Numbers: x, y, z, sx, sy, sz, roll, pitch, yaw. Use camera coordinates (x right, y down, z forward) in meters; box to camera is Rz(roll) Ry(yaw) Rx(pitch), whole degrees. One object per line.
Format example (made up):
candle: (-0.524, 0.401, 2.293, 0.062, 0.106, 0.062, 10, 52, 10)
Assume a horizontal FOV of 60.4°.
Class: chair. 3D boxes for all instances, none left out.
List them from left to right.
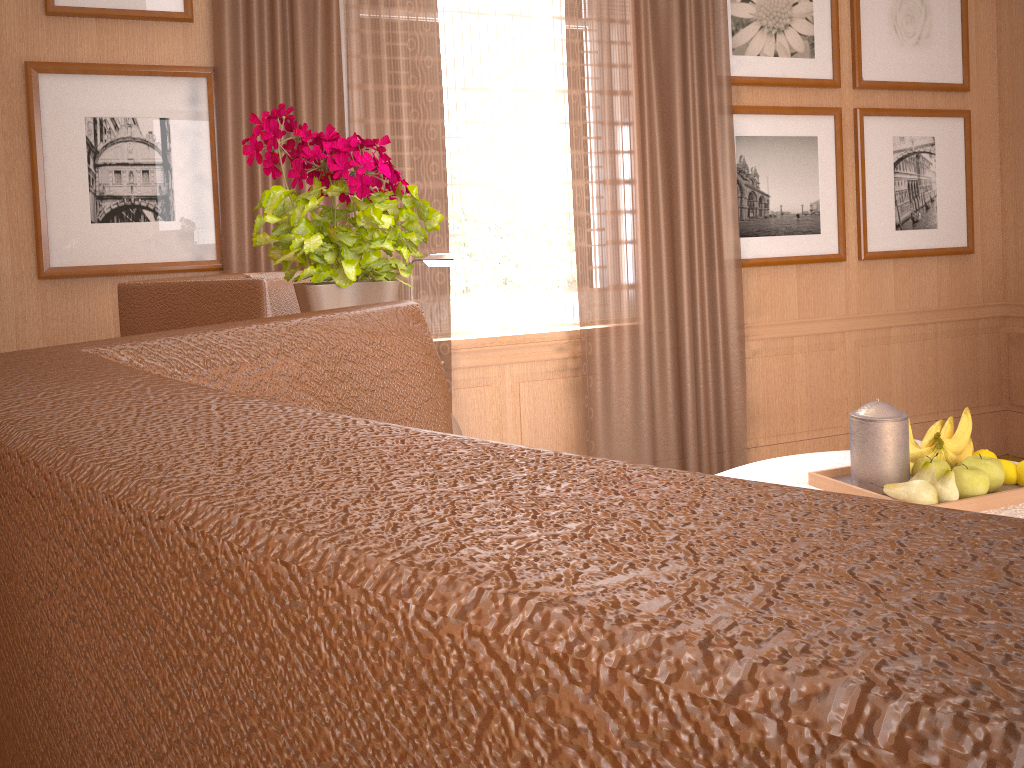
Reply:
chair: (-0.677, 0.471, 3.974, 1.719, 1.964, 1.928, -2, 5, 4)
chair: (0.519, 0.892, 0.928, 1.912, 1.964, 1.732, 3, 7, 44)

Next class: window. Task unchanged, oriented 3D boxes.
window: (-0.230, -2.006, 6.485, 2.440, 3.364, 0.849, -4, 3, -21)

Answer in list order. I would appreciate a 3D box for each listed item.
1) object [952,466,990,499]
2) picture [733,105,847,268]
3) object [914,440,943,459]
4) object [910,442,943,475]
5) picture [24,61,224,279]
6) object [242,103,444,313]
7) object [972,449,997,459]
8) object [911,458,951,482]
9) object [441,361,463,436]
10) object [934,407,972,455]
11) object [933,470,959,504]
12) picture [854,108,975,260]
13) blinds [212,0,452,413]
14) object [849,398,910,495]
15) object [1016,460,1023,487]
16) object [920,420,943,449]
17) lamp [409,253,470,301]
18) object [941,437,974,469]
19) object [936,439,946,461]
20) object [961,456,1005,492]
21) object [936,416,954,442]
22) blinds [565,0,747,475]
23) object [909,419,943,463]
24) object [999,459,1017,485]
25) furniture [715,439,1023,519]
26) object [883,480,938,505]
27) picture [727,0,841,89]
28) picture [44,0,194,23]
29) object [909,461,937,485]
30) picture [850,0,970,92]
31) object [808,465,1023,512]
object: (1.879, 0.411, 3.628, 0.156, 0.134, 0.160, -4, 6, -17)
picture: (2.113, -1.562, 6.945, 1.253, 1.244, 0.048, -5, 3, -21)
object: (1.886, 0.317, 4.028, 0.062, 0.181, 0.398, -2, 8, 8)
object: (1.822, 0.321, 4.017, 0.071, 0.184, 0.396, -3, 8, -7)
picture: (-2.274, -1.276, 5.250, 1.052, 1.244, 0.048, -4, 2, -21)
object: (-0.442, -0.227, 2.419, 0.526, 1.084, 0.457, -4, 3, -22)
object: (2.139, 0.361, 3.988, 0.114, 0.133, 0.108, 0, 5, 26)
object: (1.803, 0.390, 3.781, 0.156, 0.134, 0.160, -4, 6, -17)
object: (-0.232, 0.119, 2.496, 0.186, 0.356, 0.187, -2, 4, 12)
object: (2.014, 0.221, 3.977, 0.407, 0.168, 0.071, -10, 7, -44)
object: (1.743, 0.414, 3.542, 0.098, 0.147, 0.099, -1, 4, 15)
picture: (3.422, -1.699, 7.450, 1.253, 1.244, 0.048, -5, 3, -21)
blinds: (-1.104, -1.158, 5.590, 1.432, 4.780, 0.267, -3, 2, -20)
object: (1.600, 0.258, 3.835, 0.234, 0.390, 0.236, 0, 5, 36)
object: (2.219, 0.387, 3.768, 0.114, 0.133, 0.108, 0, 5, 26)
object: (1.931, 0.242, 4.052, 0.091, 0.127, 0.412, 0, 8, 28)
lamp: (-0.356, 0.307, 4.767, 0.629, 2.018, 0.567, -1, 3, 31)
object: (2.024, 0.300, 3.968, 0.072, 0.172, 0.399, 0, 8, 45)
object: (1.976, 0.311, 3.998, 0.062, 0.198, 0.389, -1, 7, 34)
object: (1.997, 0.384, 3.739, 0.169, 0.146, 0.174, 0, 7, 25)
object: (1.956, 0.264, 4.010, 0.065, 0.171, 0.379, -1, 7, 35)
blinds: (1.060, -1.390, 6.427, 1.451, 4.769, 0.267, -4, 2, -22)
object: (1.835, 0.268, 4.018, 0.104, 0.158, 0.379, -2, 8, 3)
object: (2.147, 0.386, 3.833, 0.111, 0.110, 0.134, -4, 6, -18)
furniture: (1.782, 0.919, 3.833, 1.957, 0.895, 1.963, -6, 8, -24)
object: (1.603, 0.450, 3.524, 0.194, 0.127, 0.134, -3, 6, -1)
picture: (2.050, -2.961, 6.898, 1.253, 1.244, 0.048, -5, 3, -21)
picture: (-2.336, -2.645, 5.204, 0.807, 0.954, 0.048, -4, 2, -21)
object: (1.707, 0.413, 3.654, 0.130, 0.196, 0.131, -1, 4, 15)
picture: (3.359, -3.098, 7.403, 1.253, 1.244, 0.048, -5, 3, -21)
object: (1.835, 0.434, 3.848, 0.803, 0.059, 0.644, -6, 9, -21)
